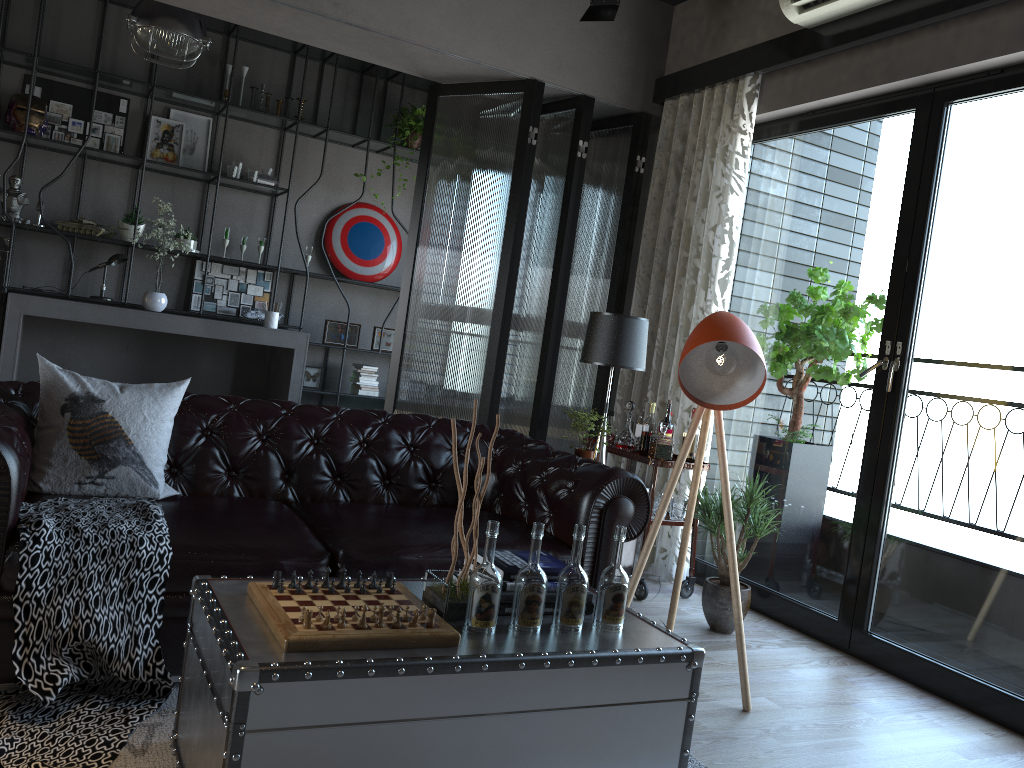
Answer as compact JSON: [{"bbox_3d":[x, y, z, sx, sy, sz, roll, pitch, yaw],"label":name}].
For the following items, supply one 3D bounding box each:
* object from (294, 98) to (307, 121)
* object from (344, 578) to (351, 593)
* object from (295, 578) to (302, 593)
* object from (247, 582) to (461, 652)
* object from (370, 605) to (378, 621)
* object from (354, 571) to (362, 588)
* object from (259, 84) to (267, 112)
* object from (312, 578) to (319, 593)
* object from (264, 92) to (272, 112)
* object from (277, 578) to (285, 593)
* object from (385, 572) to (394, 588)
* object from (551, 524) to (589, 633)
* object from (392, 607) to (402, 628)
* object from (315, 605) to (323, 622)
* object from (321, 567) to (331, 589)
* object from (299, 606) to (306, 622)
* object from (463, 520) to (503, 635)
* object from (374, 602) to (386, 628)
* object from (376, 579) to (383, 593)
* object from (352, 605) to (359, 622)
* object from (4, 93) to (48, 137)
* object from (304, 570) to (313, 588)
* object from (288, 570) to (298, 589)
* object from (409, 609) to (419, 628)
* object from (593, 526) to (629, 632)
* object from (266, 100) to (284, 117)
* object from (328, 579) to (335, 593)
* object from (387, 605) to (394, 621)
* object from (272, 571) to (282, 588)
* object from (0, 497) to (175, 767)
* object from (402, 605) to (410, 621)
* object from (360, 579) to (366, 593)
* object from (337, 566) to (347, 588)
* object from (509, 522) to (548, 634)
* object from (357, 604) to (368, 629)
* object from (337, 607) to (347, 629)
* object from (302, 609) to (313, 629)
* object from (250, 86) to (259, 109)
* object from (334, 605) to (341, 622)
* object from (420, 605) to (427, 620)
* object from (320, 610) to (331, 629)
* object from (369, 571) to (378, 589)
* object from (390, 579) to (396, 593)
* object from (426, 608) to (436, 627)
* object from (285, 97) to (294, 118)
[{"bbox_3d":[-1.785,-2.303,7.475,0.130,0.232,0.130,9,2,40],"label":"object"},{"bbox_3d":[-0.433,0.532,2.343,0.017,0.037,0.017,8,2,-21],"label":"object"},{"bbox_3d":[-0.547,0.518,2.281,0.017,0.037,0.017,8,2,-21],"label":"object"},{"bbox_3d":[-0.409,0.577,2.235,0.429,0.036,0.430,7,2,-28],"label":"object"},{"bbox_3d":[-0.333,0.554,2.148,0.017,0.037,0.017,7,2,-34],"label":"object"},{"bbox_3d":[-0.415,0.527,2.401,0.022,0.047,0.022,9,2,17],"label":"object"},{"bbox_3d":[-2.061,-2.341,7.302,0.100,0.243,0.100,8,2,-19],"label":"object"},{"bbox_3d":[-0.509,0.523,2.302,0.017,0.037,0.017,8,2,-21],"label":"object"},{"bbox_3d":[-2.071,-2.341,7.488,0.080,0.226,0.080,9,2,35],"label":"object"},{"bbox_3d":[-0.588,0.513,2.261,0.017,0.037,0.017,10,2,43],"label":"object"},{"bbox_3d":[-0.338,0.540,2.444,0.019,0.040,0.019,9,2,36],"label":"object"},{"bbox_3d":[0.168,0.527,2.414,0.088,0.290,0.084,8,2,-22],"label":"object"},{"bbox_3d":[-0.273,0.558,2.129,0.022,0.047,0.022,8,2,4],"label":"object"},{"bbox_3d":[-0.452,0.540,2.089,0.017,0.037,0.017,7,2,-34],"label":"object"},{"bbox_3d":[-0.492,0.514,2.360,0.025,0.055,0.024,9,2,17],"label":"object"},{"bbox_3d":[-0.487,0.536,2.068,0.017,0.037,0.017,7,2,-34],"label":"object"},{"bbox_3d":[-0.066,0.499,2.291,0.088,0.290,0.084,8,2,-22],"label":"object"},{"bbox_3d":[-0.311,0.548,2.110,0.025,0.058,0.025,9,2,17],"label":"object"},{"bbox_3d":[-0.354,0.542,2.381,0.017,0.037,0.017,8,2,-21],"label":"object"},{"bbox_3d":[-0.374,0.549,2.128,0.017,0.037,0.017,7,2,-34],"label":"object"},{"bbox_3d":[-3.601,-1.995,6.596,0.280,0.327,0.400,7,2,-38],"label":"object"},{"bbox_3d":[-0.533,0.513,2.339,0.022,0.047,0.022,9,2,17],"label":"object"},{"bbox_3d":[-0.569,0.510,2.318,0.026,0.044,0.026,9,2,17],"label":"object"},{"bbox_3d":[-0.235,0.565,2.150,0.026,0.044,0.026,9,2,17],"label":"object"},{"bbox_3d":[0.286,0.542,2.477,0.088,0.290,0.084,8,2,-22],"label":"object"},{"bbox_3d":[-1.941,-2.281,7.380,0.189,0.152,0.190,8,2,-5],"label":"object"},{"bbox_3d":[-0.471,0.527,2.322,0.017,0.037,0.017,8,2,-21],"label":"object"},{"bbox_3d":[-0.296,0.559,2.168,0.017,0.037,0.017,7,2,-34],"label":"object"},{"bbox_3d":[-0.610,0.507,2.299,0.019,0.040,0.019,9,2,36],"label":"object"},{"bbox_3d":[-1.214,0.685,2.335,0.562,0.569,1.700,8,2,-8],"label":"object"},{"bbox_3d":[-0.260,0.563,2.188,0.017,0.037,0.017,7,2,-34],"label":"object"},{"bbox_3d":[-0.395,0.537,2.360,0.017,0.037,0.017,8,2,-21],"label":"object"},{"bbox_3d":[-0.455,0.517,2.381,0.025,0.058,0.025,7,2,-34],"label":"object"},{"bbox_3d":[0.053,0.513,2.354,0.088,0.290,0.084,8,2,-22],"label":"object"},{"bbox_3d":[-0.349,0.545,2.088,0.025,0.055,0.024,9,2,17],"label":"object"},{"bbox_3d":[-0.394,0.544,2.067,0.022,0.047,0.022,8,2,4],"label":"object"},{"bbox_3d":[-0.468,0.538,2.029,0.019,0.040,0.019,7,2,-24],"label":"object"},{"bbox_3d":[-2.146,-2.349,7.339,0.084,0.233,0.084,8,1,-1],"label":"object"},{"bbox_3d":[-0.413,0.545,2.109,0.017,0.037,0.017,7,2,-34],"label":"object"},{"bbox_3d":[-0.220,0.568,2.210,0.017,0.037,0.017,7,2,-34],"label":"object"},{"bbox_3d":[-0.428,0.541,2.049,0.026,0.044,0.026,9,2,17],"label":"object"},{"bbox_3d":[-0.376,0.534,2.421,0.026,0.044,0.026,9,2,17],"label":"object"},{"bbox_3d":[-0.321,0.546,2.401,0.017,0.037,0.017,8,2,-8],"label":"object"},{"bbox_3d":[-0.197,0.571,2.170,0.019,0.040,0.019,7,2,-24],"label":"object"},{"bbox_3d":[-1.902,-2.322,7.523,0.084,0.233,0.084,10,2,43],"label":"object"}]
